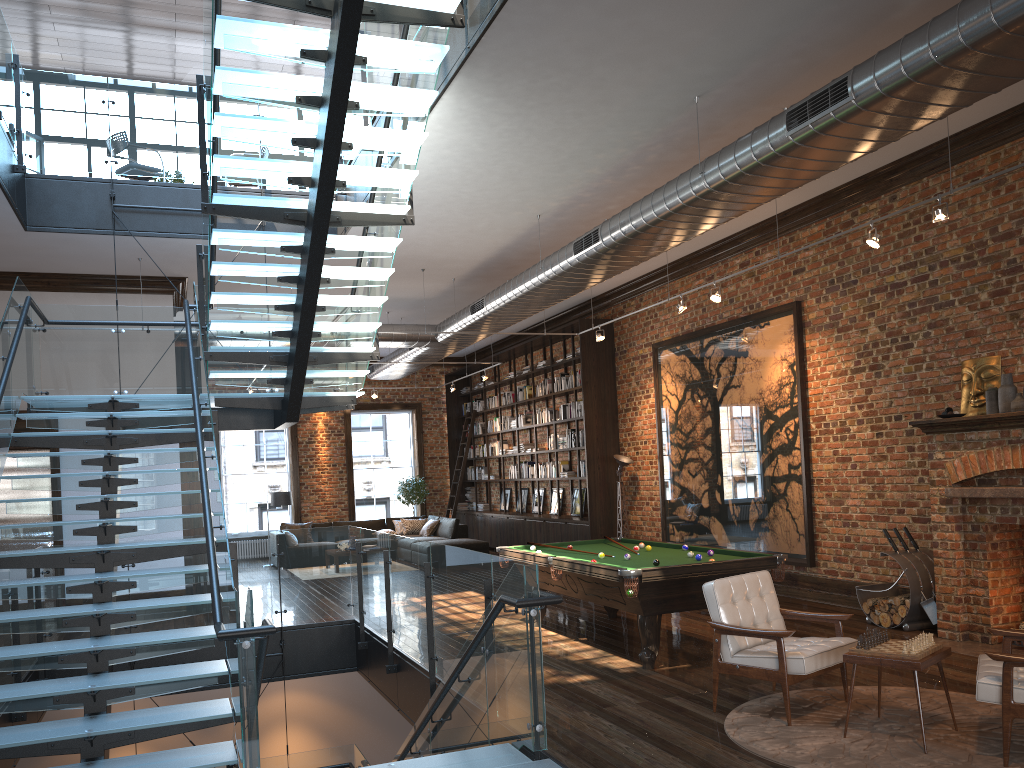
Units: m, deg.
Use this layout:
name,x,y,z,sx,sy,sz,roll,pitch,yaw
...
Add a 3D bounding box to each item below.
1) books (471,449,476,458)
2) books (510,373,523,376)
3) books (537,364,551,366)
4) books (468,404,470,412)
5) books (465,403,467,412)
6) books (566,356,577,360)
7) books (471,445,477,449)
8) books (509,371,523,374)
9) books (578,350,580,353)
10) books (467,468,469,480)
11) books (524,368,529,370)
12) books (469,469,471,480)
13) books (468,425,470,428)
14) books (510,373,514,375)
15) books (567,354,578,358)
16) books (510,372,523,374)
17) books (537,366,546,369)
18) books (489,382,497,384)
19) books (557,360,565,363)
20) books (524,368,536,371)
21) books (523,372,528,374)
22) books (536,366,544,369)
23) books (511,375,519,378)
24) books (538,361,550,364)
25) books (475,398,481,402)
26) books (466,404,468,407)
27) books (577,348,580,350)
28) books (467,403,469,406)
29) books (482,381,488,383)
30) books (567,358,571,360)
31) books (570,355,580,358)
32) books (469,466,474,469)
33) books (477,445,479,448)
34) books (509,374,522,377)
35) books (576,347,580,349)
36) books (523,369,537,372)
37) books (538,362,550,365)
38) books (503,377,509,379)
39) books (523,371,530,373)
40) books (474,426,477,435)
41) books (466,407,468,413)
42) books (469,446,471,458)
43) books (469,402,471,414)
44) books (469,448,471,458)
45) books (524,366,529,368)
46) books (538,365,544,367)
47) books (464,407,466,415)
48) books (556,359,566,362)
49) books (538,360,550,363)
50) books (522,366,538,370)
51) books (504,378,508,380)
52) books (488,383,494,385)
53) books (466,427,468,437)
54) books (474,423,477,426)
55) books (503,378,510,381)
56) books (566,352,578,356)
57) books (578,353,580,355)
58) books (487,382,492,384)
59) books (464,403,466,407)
name,x,y,z,sx,sy,sz,roll,pitch,yaw
books,-0.855,1.612,20.547,0.187,0.211,0.035,-2,-1,-21
books,0.113,-0.194,17.909,0.187,0.011,0.382,-1,-6,-20
books,0.616,-0.351,16.553,0.216,0.020,0.235,0,-6,-24
books,-0.926,0.583,20.583,0.190,0.262,0.066,-2,-1,-21
books,-1.011,0.600,20.828,0.175,0.285,0.016,-2,-1,-21
books,1.106,-0.449,15.264,0.230,0.007,0.353,-1,-6,-19
books,-0.853,1.571,20.575,0.179,0.298,0.015,-2,-1,-21
books,0.094,-0.234,17.903,0.215,0.015,0.321,0,-6,-24
books,1.271,-0.562,14.859,0.188,0.032,0.370,0,-6,-26
books,-0.952,2.118,20.925,0.181,0.293,0.051,-2,-1,-21
books,0.378,-0.297,17.229,0.180,0.010,0.279,-1,-6,-22
books,-0.908,2.117,20.790,0.177,0.265,0.026,-2,-1,-21
books,-0.917,1.085,20.642,0.185,0.282,0.027,-2,-1,-21
books,0.108,-0.204,17.908,0.203,0.011,0.310,-1,-6,-21
books,1.107,-0.485,15.266,0.229,0.018,0.316,-1,-6,-20
books,0.098,-0.218,17.904,0.199,0.017,0.304,0,-6,-26
books,0.621,-0.301,16.553,0.216,0.010,0.343,-1,-6,-22
books,-0.357,-0.018,19.107,0.209,0.014,0.292,-1,-6,-22
books,0.937,-0.400,15.685,0.214,0.012,0.253,-1,-6,-16
books,0.376,-0.282,17.228,0.171,0.021,0.308,0,-6,-25
books,0.353,-0.213,17.217,0.228,0.011,0.374,-1,-6,-18
books,0.614,-0.313,16.551,0.227,0.015,0.276,0,-6,-23
books,0.121,-0.149,17.911,0.156,0.017,0.321,0,-6,-26
books,0.627,-0.403,16.559,0.167,0.015,0.371,-1,-6,-16
books,-0.761,0.499,20.198,0.167,0.337,0.016,-2,-1,-21
books,-0.995,0.603,20.781,0.177,0.269,0.029,-2,-1,-21
books,1.262,-0.602,14.856,0.212,0.012,0.343,0,-6,-25
books,-0.938,0.580,20.656,0.189,0.283,0.032,-2,-1,-21
books,-0.550,-0.041,19.616,0.191,0.007,0.366,-1,-6,-19
books,1.113,-0.440,15.267,0.214,0.010,0.355,0,-6,-23
books,1.131,-0.468,15.274,0.185,0.017,0.252,-1,-6,-21
books,-0.928,2.099,20.872,0.157,0.318,0.013,-2,-1,-21
books,-0.708,1.534,20.199,0.159,0.284,0.014,-2,-1,-21
books,0.100,-0.165,17.903,0.218,0.016,0.369,-1,-6,-20
books,1.253,-0.617,14.853,0.231,0.016,0.331,0,-6,-25
books,0.364,-0.256,17.223,0.193,0.030,0.314,0,-6,-26
books,0.631,-0.378,16.560,0.169,0.034,0.287,0,-6,-26
books,-0.036,-0.132,18.275,0.191,0.013,0.317,0,-6,-25
books,0.363,-0.235,17.222,0.213,0.014,0.283,-1,-6,-19
books,-0.766,1.066,20.253,0.191,0.229,0.034,-2,-1,-21
books,-0.981,0.641,20.752,0.181,0.186,0.032,-2,-1,-21
books,-0.910,1.585,20.677,0.187,0.296,0.016,-2,-1,-21
books,-0.893,0.567,20.537,0.181,0.282,0.045,-2,-1,-21
books,-0.891,1.608,20.618,0.188,0.236,0.025,-2,-1,-21
books,0.370,-0.332,17.228,0.192,0.009,0.307,-1,-6,-20
books,0.619,-0.337,16.554,0.206,0.008,0.335,-1,-6,-18
books,-1.037,0.641,20.892,0.188,0.219,0.016,-2,-1,-21
books,0.935,-0.415,15.685,0.219,0.019,0.330,-1,-6,-18
books,0.627,-0.419,16.559,0.188,0.017,0.277,-1,-6,-19
books,0.360,-0.310,17.223,0.205,0.017,0.361,0,-6,-24
books,-0.029,-0.109,18.277,0.198,0.014,0.263,-1,-6,-21
books,-0.359,-0.002,19.106,0.205,0.018,0.325,0,-6,-24
books,-1.005,1.108,20.895,0.176,0.295,0.041,-2,-1,-21
books,-0.784,1.036,20.312,0.189,0.303,0.014,-2,-1,-21
books,-0.034,-0.094,18.275,0.191,0.015,0.376,0,-6,-24
books,1.107,-0.515,15.267,0.202,0.015,0.362,0,-6,-26
books,1.260,-0.513,14.853,0.225,0.021,0.266,-1,-6,-16
books,-0.374,-0.028,19.101,0.232,0.006,0.290,0,-6,-25
books,-1.036,0.600,20.924,0.180,0.307,0.014,-2,-1,-21
